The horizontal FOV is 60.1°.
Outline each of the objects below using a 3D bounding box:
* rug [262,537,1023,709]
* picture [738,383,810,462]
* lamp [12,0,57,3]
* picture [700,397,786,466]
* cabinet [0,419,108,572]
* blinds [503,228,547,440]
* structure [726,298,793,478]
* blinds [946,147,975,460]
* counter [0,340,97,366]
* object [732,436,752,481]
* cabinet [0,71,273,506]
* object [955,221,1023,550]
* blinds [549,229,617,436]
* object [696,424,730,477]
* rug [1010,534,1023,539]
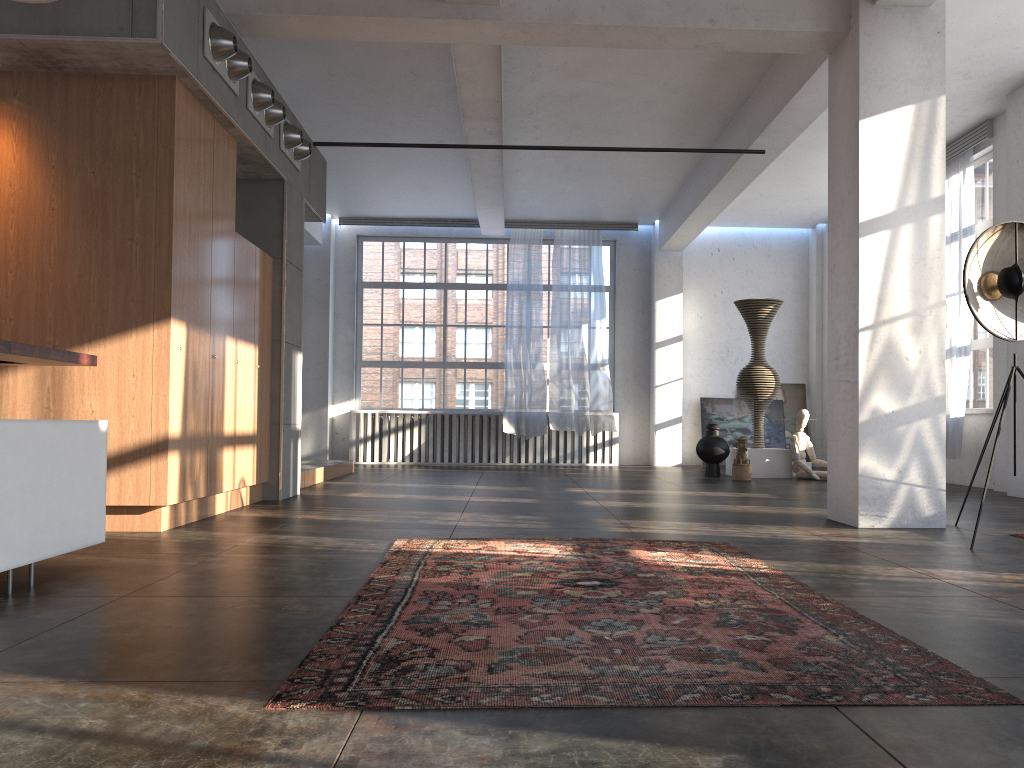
[{"bbox_3d":[0.298,0.808,3.503,1.857,0.029,2.882,1,-3,-1],"label":"rug"},{"bbox_3d":[4.340,0.676,14.691,1.149,1.386,0.253,1,-1,-3],"label":"picture"},{"bbox_3d":[-2.515,-1.911,3.795,0.986,0.130,1.103,-2,-4,45],"label":"lamp"},{"bbox_3d":[3.806,0.793,14.562,1.436,1.141,0.304,1,-1,-5],"label":"picture"},{"bbox_3d":[-4.664,0.325,3.430,5.658,0.929,0.921,1,-2,-3],"label":"cabinet"},{"bbox_3d":[0.214,-0.890,14.154,0.693,3.557,0.876,1,-1,-2],"label":"blinds"},{"bbox_3d":[3.258,0.074,11.702,0.678,2.325,0.749,1,-1,-1],"label":"structure"},{"bbox_3d":[5.044,-0.970,10.264,0.362,3.673,1.030,1,-1,-1],"label":"blinds"},{"bbox_3d":[-5.276,0.289,3.413,6.667,0.970,1.140,1,-2,-3],"label":"counter"},{"bbox_3d":[2.805,0.937,10.798,0.235,0.600,0.224,0,-2,26],"label":"object"},{"bbox_3d":[-6.075,-0.557,6.230,8.121,2.561,2.376,1,-2,-3],"label":"cabinet"},{"bbox_3d":[3.018,-0.017,5.430,1.057,1.918,1.179,1,-2,-1],"label":"object"},{"bbox_3d":[1.119,-0.922,14.059,1.059,3.499,0.998,1,-1,-1],"label":"blinds"},{"bbox_3d":[2.646,0.872,11.660,0.452,0.693,0.434,2,-2,-37],"label":"object"},{"bbox_3d":[3.997,0.874,3.987,1.819,0.009,3.126,1,-3,-2],"label":"rug"}]
